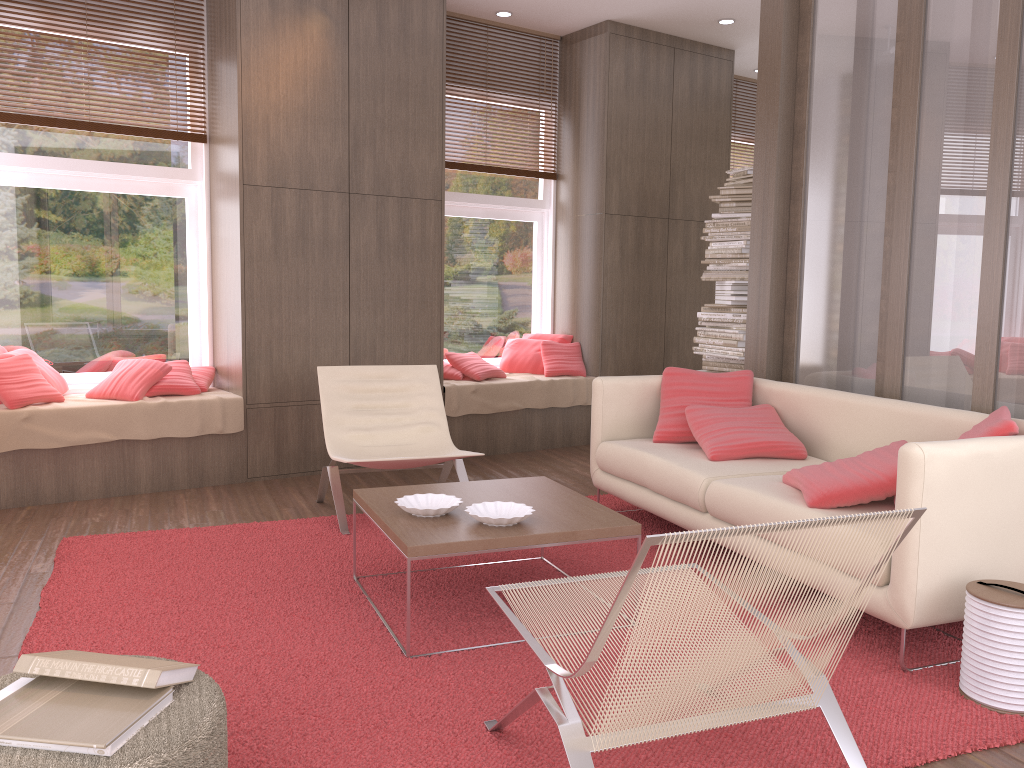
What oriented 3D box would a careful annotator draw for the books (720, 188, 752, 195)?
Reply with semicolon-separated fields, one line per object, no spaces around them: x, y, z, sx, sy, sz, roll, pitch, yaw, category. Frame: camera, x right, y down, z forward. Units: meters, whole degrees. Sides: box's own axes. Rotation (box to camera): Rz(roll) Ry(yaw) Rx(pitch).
1.659;-1.330;6.178;0.351;0.036;0.275;4;7;28;books

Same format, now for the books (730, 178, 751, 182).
1.678;-1.416;6.163;0.183;0.010;0.258;-4;8;-37;books

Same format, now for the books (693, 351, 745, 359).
1.612;-0.205;6.271;0.423;0.016;0.542;-2;7;-22;books

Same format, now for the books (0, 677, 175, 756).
-0.900;0.661;1.775;0.352;0.022;0.232;2;6;8;books

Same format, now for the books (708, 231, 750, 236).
1.655;-1.048;6.221;0.324;0.019;0.434;-4;8;-42;books

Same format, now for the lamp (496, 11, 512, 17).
-0.060;-2.744;6.576;0.119;0.010;0.119;1;6;3;lamp

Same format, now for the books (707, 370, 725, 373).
1.622;-0.084;6.292;0.274;0.008;0.385;-4;8;-42;books

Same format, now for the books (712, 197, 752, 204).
1.636;-1.282;6.205;0.412;0.019;0.259;4;7;28;books

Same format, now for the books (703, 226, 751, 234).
1.606;-1.081;6.254;0.315;0.035;0.401;-4;8;-42;books

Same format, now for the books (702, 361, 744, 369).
1.605;-0.138;6.278;0.310;0.033;0.396;-4;8;-42;books

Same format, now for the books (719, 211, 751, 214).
1.654;-1.190;6.190;0.351;0.010;0.284;4;7;28;books

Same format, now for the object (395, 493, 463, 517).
-0.304;0.449;3.242;0.249;0.043;0.251;6;8;38;object

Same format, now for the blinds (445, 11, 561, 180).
-0.192;-2.209;6.829;1.373;1.138;0.042;-3;7;-34;blinds

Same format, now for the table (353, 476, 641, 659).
-0.097;0.649;3.386;0.850;0.378;0.850;-2;7;-22;table

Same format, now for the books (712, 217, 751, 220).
1.653;-1.155;6.226;0.245;0.015;0.416;-4;8;-42;books

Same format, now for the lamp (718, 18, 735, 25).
1.615;-2.728;6.673;0.119;0.010;0.119;-4;8;-41;lamp

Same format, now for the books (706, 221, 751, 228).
1.634;-1.117;6.250;0.323;0.035;0.416;-4;8;-42;books

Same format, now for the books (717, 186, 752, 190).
1.650;-1.356;6.174;0.366;0.012;0.287;4;7;28;books

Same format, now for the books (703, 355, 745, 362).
1.606;-0.187;6.273;0.310;0.024;0.396;-4;8;-42;books

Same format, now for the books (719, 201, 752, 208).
1.665;-1.254;6.220;0.371;0.036;0.211;4;7;28;books

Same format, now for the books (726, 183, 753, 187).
1.664;-1.375;6.173;0.201;0.023;0.272;-4;8;-42;books

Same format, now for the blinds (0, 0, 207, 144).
-2.507;-2.074;5.230;1.373;1.142;0.042;-3;7;-34;blinds

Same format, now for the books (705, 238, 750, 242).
1.621;-1.007;6.216;0.324;0.012;0.416;-4;8;-42;books

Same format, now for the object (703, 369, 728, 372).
1.600;-0.093;6.291;0.243;0.008;0.413;-4;8;-42;object

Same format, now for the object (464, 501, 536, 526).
-0.044;0.465;3.133;0.249;0.043;0.251;0;6;-10;object

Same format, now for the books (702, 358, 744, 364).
1.606;-0.166;6.282;0.300;0.018;0.405;-4;8;-42;books

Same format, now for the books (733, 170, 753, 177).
1.673;-1.453;6.159;0.193;0.029;0.260;0;6;-7;books

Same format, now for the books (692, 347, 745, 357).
1.626;-0.235;6.324;0.399;0.028;0.612;-2;7;-22;books

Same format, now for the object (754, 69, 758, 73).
2.279;-2.872;8.122;0.119;0.010;0.119;1;6;3;object

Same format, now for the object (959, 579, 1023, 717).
1.473;0.773;2.638;0.239;0.341;0.239;2;6;10;object

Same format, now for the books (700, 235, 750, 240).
1.616;-1.030;6.257;0.306;0.022;0.470;-4;8;-42;books

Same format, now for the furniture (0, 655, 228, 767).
-0.914;0.834;1.850;0.596;0.328;0.596;1;6;3;furniture

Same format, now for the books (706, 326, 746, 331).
1.663;-0.397;6.270;0.320;0.020;0.542;-2;7;-22;books

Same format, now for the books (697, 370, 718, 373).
1.579;-0.075;6.325;0.296;0.018;0.488;-4;8;-42;books

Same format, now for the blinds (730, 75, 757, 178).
2.118;-2.342;8.424;1.373;1.138;0.042;-3;7;-34;blinds

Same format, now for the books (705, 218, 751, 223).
1.610;-1.143;6.246;0.306;0.015;0.392;-4;8;-42;books

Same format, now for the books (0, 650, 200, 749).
-0.881;0.624;1.826;0.331;0.086;0.377;2;6;8;books

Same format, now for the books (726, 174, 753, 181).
1.665;-1.431;6.172;0.202;0.015;0.303;-2;7;-22;books

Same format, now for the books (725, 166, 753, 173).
1.663;-1.486;6.170;0.204;0.014;0.313;-2;7;-22;books

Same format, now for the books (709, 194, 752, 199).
1.629;-1.304;6.213;0.435;0.019;0.248;4;7;28;books

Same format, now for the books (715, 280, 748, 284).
1.652;-0.713;6.225;0.326;0.018;0.500;1;6;-2;books

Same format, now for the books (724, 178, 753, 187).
1.661;-1.401;6.187;0.198;0.023;0.327;-2;7;-22;books

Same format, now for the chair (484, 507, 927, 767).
0.400;0.603;2.184;0.739;0.762;0.853;-2;7;-22;chair

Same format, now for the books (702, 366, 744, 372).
1.604;-0.109;6.281;0.310;0.024;0.396;-4;8;-42;books

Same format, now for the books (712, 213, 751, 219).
1.635;-1.174;6.212;0.404;0.026;0.266;4;7;28;books

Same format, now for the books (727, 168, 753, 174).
1.664;-1.472;6.153;0.216;0.008;0.277;-2;7;-22;books

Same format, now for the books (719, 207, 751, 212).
1.664;-1.216;6.224;0.371;0.036;0.211;4;7;28;books

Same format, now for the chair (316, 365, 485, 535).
-0.616;0.318;4.718;0.739;0.767;0.860;-2;7;-22;chair
